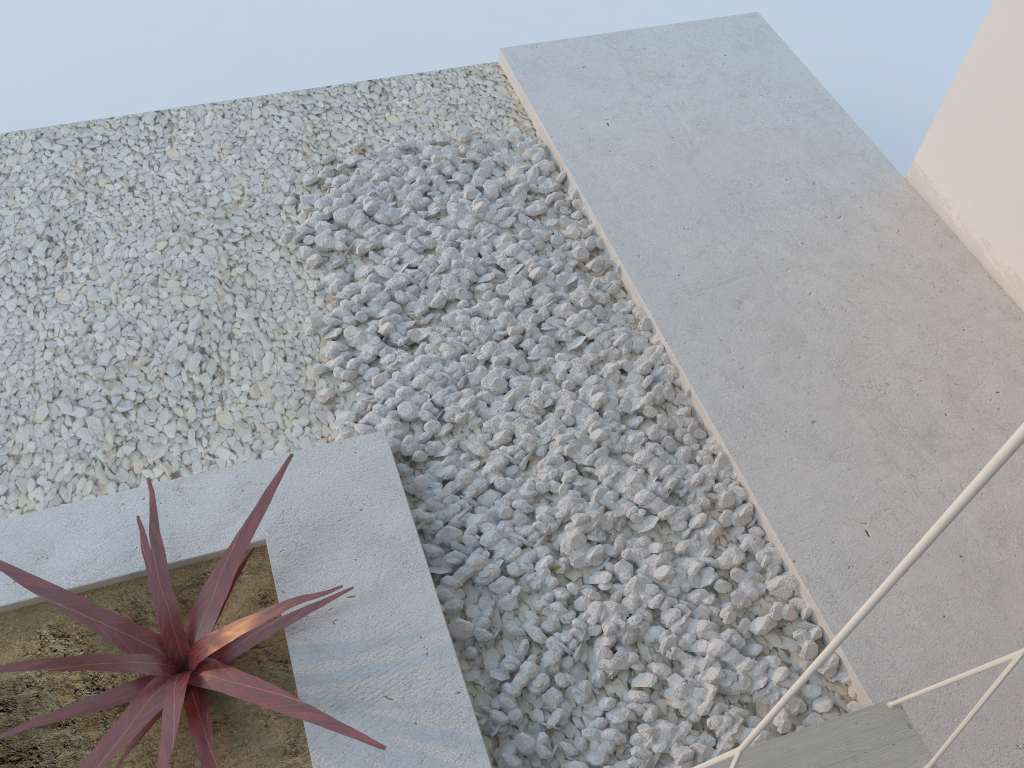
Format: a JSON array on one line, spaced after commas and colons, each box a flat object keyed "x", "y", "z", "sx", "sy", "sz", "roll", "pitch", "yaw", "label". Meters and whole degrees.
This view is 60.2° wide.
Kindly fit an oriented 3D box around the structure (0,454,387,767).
[{"x": -0.887, "y": 0.599, "z": 1.709, "sx": 1.197, "sy": 0.306, "sz": 0.717, "roll": -13, "pitch": 56, "yaw": -13, "label": "structure"}]

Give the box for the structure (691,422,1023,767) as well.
[{"x": 0.505, "y": 0.078, "z": 0.711, "sx": 0.460, "sy": 1.952, "sz": 0.124, "roll": -13, "pitch": 54, "yaw": -13, "label": "structure"}]
